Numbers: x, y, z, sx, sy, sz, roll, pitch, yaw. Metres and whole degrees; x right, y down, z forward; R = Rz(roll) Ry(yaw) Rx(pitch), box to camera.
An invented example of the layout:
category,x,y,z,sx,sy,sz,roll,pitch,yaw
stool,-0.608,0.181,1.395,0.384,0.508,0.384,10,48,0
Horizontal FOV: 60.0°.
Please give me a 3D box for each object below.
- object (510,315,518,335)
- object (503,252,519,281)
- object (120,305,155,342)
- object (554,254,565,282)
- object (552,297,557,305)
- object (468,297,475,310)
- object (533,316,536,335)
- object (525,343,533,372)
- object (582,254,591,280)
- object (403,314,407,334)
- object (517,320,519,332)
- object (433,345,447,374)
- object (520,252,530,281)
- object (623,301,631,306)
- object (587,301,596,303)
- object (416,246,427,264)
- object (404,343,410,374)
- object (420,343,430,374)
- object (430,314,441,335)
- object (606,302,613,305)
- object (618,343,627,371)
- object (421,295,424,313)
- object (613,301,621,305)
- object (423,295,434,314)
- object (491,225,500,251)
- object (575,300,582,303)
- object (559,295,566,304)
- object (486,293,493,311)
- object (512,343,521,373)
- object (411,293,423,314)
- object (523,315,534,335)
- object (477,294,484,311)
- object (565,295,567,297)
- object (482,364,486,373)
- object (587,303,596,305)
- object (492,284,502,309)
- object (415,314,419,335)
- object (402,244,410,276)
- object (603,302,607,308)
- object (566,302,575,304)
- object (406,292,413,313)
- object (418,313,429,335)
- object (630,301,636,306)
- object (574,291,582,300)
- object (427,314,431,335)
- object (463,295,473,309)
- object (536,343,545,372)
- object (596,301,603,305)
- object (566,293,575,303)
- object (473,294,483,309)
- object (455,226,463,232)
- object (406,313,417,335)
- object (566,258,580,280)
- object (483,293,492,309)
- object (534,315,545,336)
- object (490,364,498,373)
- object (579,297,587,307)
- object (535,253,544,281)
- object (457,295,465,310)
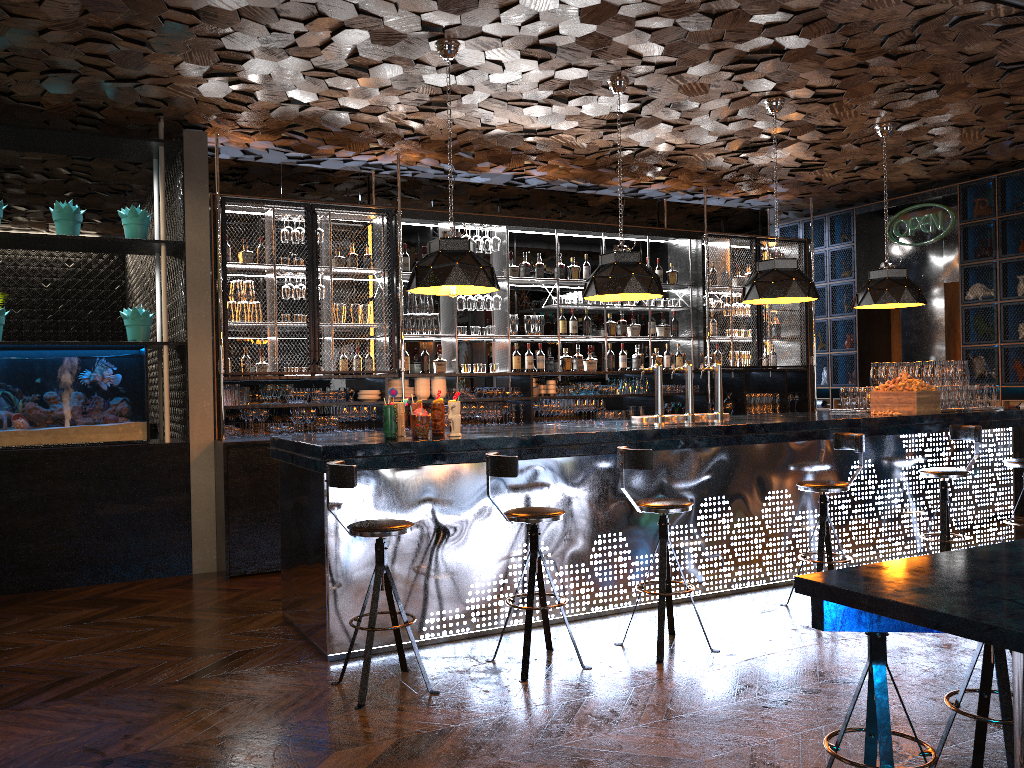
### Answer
category,x,y,z,sx,sy,sz,roll,pitch,yaw
object,0.012,-0.580,8.778,0.105,0.209,0.105,-1,0,17
object,-0.010,-1.176,8.845,0.123,0.279,0.123,-1,0,-39
object,-3.029,-0.485,7.164,0.265,0.325,0.245,-1,0,-34
object,0.489,-1.195,9.104,0.083,0.282,0.083,-1,0,-43
object,0.452,-0.855,9.195,0.089,0.092,0.089,-1,0,34
object,-0.404,-0.848,8.717,0.092,0.244,0.092,-1,0,23
object,0.236,-0.585,9.021,0.105,0.209,0.105,-1,0,17
object,0.171,-0.263,8.964,0.086,0.298,0.086,-1,0,21
object,0.777,-1.209,9.270,0.086,0.298,0.086,-1,0,21
object,-1.008,-0.558,8.436,0.105,0.209,0.105,-1,0,17
object,0.015,-0.580,8.910,0.105,0.209,0.105,-1,0,17
object,-0.688,-0.233,8.463,0.123,0.279,0.123,-1,0,-14
object,0.130,-1.181,8.917,0.083,0.282,0.083,-1,0,-43
object,1.215,-0.872,9.397,0.089,0.092,0.089,-1,0,26
object,0.826,-0.883,9.208,0.089,0.092,0.089,-1,0,-37
object,-0.828,-1.165,8.400,0.123,0.279,0.123,-1,0,-39
object,-1.006,-0.236,8.319,0.086,0.299,0.086,-1,0,21
object,-0.822,-0.241,8.380,0.086,0.297,0.086,-1,0,6
object,-0.732,-0.564,8.436,0.105,0.209,0.105,-1,0,17
object,1.019,-0.868,9.309,0.089,0.092,0.089,-1,0,34
object,1.181,-0.284,9.466,0.086,0.298,0.086,-1,0,21
object,-0.845,-0.770,8.504,0.105,0.209,0.105,-1,0,17
object,1.111,-0.870,9.370,0.089,0.092,0.089,-1,0,26
object,-0.799,-0.771,8.425,0.105,0.209,0.105,-1,0,17
object,-0.159,-1.426,8.664,0.092,0.244,0.092,-1,0,23
object,0.684,-0.882,9.167,0.089,0.092,0.089,-1,0,-38
object,0.508,-0.856,9.039,0.089,0.092,0.089,-1,0,-2
object,-0.224,-0.852,8.811,0.092,0.244,0.092,-1,0,23
object,0.044,-0.259,8.869,0.086,0.299,0.086,-1,0,21
object,-0.897,-0.769,8.363,0.105,0.209,0.105,-1,0,17
object,0.169,-0.583,8.891,0.105,0.209,0.105,-1,0,17
object,-0.316,-0.850,8.763,0.092,0.244,0.092,-1,0,23
object,0.555,-0.878,9.235,0.089,0.092,0.089,-1,0,-2
object,-0.299,-0.148,8.708,0.089,0.092,0.089,-1,0,-17
object,0.826,-0.863,9.208,0.089,0.092,0.089,-1,0,-2
object,-0.148,-0.853,8.665,0.092,0.244,0.092,-1,0,23
object,-0.897,-0.560,8.486,0.105,0.209,0.105,-1,0,17
object,-1.007,-1.172,8.357,0.086,0.298,0.086,-1,0,21
object,1.009,-0.868,9.495,0.089,0.092,0.089,-1,0,12
object,0.600,-0.858,9.080,0.089,0.092,0.089,-1,0,34
object,-0.954,-0.768,8.460,0.105,0.209,0.105,-1,0,17
object,-0.839,-0.561,8.393,0.105,0.209,0.105,-1,0,17
object,1.287,-0.873,9.473,0.089,0.092,0.089,-1,0,17
object,0.683,-0.909,9.167,0.089,0.092,0.089,-1,0,-32
object,-0.795,-0.562,8.528,0.105,0.209,0.105,-1,0,17
object,-0.425,-0.847,8.520,0.092,0.244,0.092,-1,0,23
object,0.288,-0.265,8.998,0.086,0.298,0.086,-1,0,21
object,0.923,-0.866,9.443,0.089,0.092,0.089,-1,0,14
object,0.599,-0.879,9.080,0.089,0.092,0.089,-1,0,14
object,-0.327,-0.849,8.571,0.092,0.244,0.092,-1,0,23
object,-0.513,-1.419,8.666,0.092,0.244,0.092,-1,0,23
object,-0.944,-0.559,8.338,0.105,0.209,0.105,-1,0,17
object,0.632,-1.180,9.178,0.151,0.248,0.094,-1,0,-24
object,-0.239,-0.851,8.617,0.092,0.244,0.092,-1,0,23
object,0.276,-0.585,8.920,0.105,0.209,0.105,-1,0,17
object,-0.176,-0.151,8.701,0.089,0.092,0.089,-1,0,-17
object,0.740,-0.862,9.321,0.089,0.092,0.089,-1,0,-38
object,0.278,-1.184,8.994,0.083,0.282,0.083,-1,0,-13
object,-0.501,-0.846,8.666,0.092,0.244,0.092,-1,0,23
